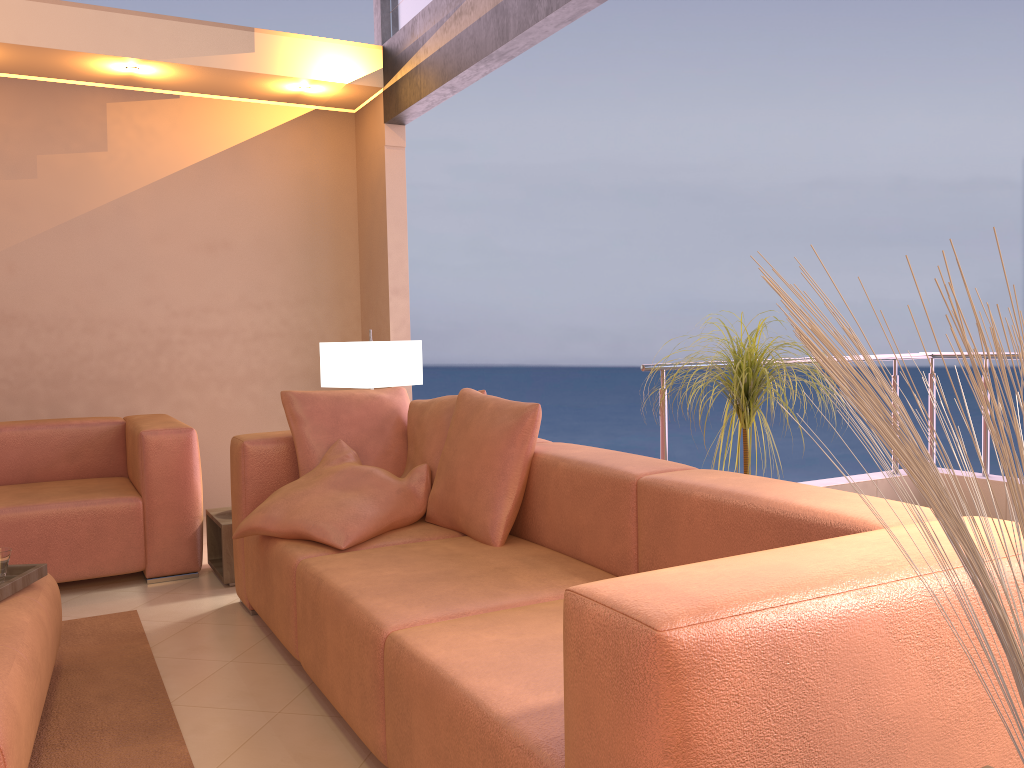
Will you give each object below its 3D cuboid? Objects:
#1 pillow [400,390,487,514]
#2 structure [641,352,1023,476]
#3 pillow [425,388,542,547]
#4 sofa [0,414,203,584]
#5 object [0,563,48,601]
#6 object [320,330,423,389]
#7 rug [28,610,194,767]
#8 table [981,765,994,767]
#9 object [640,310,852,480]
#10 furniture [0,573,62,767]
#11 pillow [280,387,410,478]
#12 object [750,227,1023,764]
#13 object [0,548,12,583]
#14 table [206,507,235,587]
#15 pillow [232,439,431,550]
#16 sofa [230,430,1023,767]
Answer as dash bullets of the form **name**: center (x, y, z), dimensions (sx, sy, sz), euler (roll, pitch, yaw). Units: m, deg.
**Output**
- **pillow**: center (-0.273, 0.241, 3.206), dimensions (0.255, 0.446, 0.492), euler (-4, 4, -44)
- **structure**: center (2.180, 0.228, 1.959), dimensions (1.663, 0.541, 4.176), euler (-3, 3, -28)
- **pillow**: center (-0.093, 0.256, 2.858), dimensions (0.211, 0.468, 0.470), euler (-3, 3, -33)
- **sofa**: center (-2.779, 0.552, 3.633), dimensions (2.781, 0.672, 0.943), euler (-3, 3, -28)
- **object**: center (-1.566, 0.558, 2.376), dimensions (0.436, 0.034, 0.421), euler (-1, 3, -3)
- **object**: center (-0.660, 0.142, 4.213), dimensions (0.344, 0.799, 0.344), euler (1, 4, 41)
- **rug**: center (-1.633, 0.952, 1.811), dimensions (1.833, 0.005, 2.626), euler (-3, 3, -28)
- **table**: center (0.537, 0.719, 0.838), dimensions (0.415, 0.436, 0.469), euler (-3, 3, -28)
- **object**: center (0.807, 0.291, 3.070), dimensions (0.703, 1.088, 0.729), euler (0, 3, 31)
- **furniture**: center (-1.508, 0.734, 2.132), dimensions (0.685, 0.301, 1.291), euler (-3, 3, -23)
- **pillow**: center (-0.578, 0.246, 3.382), dimensions (0.519, 0.455, 0.314), euler (-3, 3, -31)
- **object**: center (0.601, 0.181, 0.850), dimensions (0.700, 0.634, 0.703), euler (0, 3, 18)
- **object**: center (-1.450, 0.516, 2.513), dimensions (0.061, 0.091, 0.061), euler (-4, 4, -43)
- **table**: center (-0.888, 0.689, 4.070), dimensions (0.918, 0.268, 0.412), euler (-3, 3, -28)
- **pillow**: center (-0.593, 0.358, 2.990), dimensions (0.517, 0.292, 0.514), euler (0, 3, 31)
- **sofa**: center (-0.056, 0.548, 2.490), dimensions (0.943, 0.672, 2.781), euler (-3, 3, -28)
